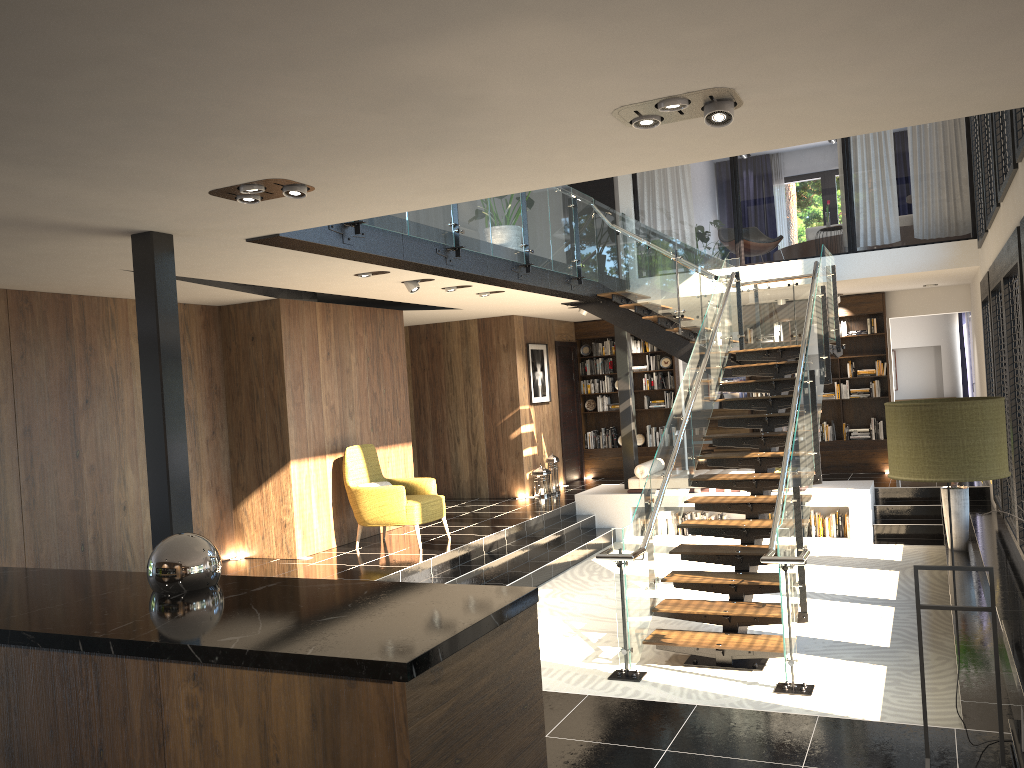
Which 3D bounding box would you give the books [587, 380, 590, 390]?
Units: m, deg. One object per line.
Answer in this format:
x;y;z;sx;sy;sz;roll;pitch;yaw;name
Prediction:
1.329;0.047;15.302;0.018;0.232;0.123;-4;0;25;books

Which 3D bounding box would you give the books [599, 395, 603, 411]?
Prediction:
1.529;0.330;15.168;0.018;0.275;0.144;-4;0;25;books

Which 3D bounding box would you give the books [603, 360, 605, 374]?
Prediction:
1.600;-0.291;15.143;0.028;0.240;0.148;-4;0;25;books

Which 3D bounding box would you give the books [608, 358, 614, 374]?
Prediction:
1.684;-0.310;15.101;0.035;0.266;0.133;-4;0;25;books

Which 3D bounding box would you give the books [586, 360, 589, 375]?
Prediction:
1.333;-0.281;15.243;0.035;0.255;0.183;-4;0;25;books

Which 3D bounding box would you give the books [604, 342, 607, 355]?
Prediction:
1.625;-0.603;15.094;0.039;0.230;0.205;-4;0;25;books

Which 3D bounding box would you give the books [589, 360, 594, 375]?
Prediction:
1.381;-0.287;15.222;0.027;0.260;0.181;-4;0;25;books

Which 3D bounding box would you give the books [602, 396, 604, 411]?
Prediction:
1.585;0.331;15.163;0.024;0.265;0.147;-4;0;25;books

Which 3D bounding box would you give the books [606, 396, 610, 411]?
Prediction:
1.643;0.333;15.147;0.030;0.253;0.138;-4;0;25;books

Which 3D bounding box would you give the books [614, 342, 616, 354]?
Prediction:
1.778;-0.607;15.059;0.030;0.217;0.165;-4;0;25;books

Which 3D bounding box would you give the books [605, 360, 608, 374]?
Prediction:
1.633;-0.295;15.119;0.024;0.242;0.144;-4;0;25;books

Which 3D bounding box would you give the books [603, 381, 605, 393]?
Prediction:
1.592;0.048;15.136;0.025;0.194;0.172;-4;0;25;books

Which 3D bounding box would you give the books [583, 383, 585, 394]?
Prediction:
1.274;0.071;15.309;0.045;0.192;0.164;-4;0;25;books

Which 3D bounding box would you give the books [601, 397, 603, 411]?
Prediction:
1.563;0.343;15.180;0.032;0.245;0.120;-4;0;25;books

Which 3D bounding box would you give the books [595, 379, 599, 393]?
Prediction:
1.464;0.035;15.195;0.026;0.237;0.164;-4;0;25;books

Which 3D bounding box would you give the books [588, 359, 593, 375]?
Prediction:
1.357;-0.288;15.228;0.022;0.267;0.197;-4;0;25;books

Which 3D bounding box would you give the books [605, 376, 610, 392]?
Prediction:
1.633;0.000;15.115;0.018;0.284;0.198;-4;0;25;books

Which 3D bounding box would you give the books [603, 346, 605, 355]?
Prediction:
1.602;-0.564;15.126;0.035;0.156;0.186;-4;0;25;books

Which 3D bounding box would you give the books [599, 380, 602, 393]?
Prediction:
1.532;0.041;15.186;0.053;0.216;0.151;-4;0;25;books

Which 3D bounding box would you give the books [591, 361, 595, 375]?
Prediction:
1.403;-0.280;15.190;0.039;0.243;0.179;-4;0;25;books

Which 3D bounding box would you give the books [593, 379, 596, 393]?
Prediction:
1.444;0.038;15.226;0.036;0.235;0.169;-4;0;25;books

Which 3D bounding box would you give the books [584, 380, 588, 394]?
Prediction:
1.291;0.048;15.268;0.022;0.235;0.194;-4;0;25;books

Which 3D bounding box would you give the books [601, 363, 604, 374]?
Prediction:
1.563;-0.263;15.122;0.025;0.188;0.181;-4;0;25;books

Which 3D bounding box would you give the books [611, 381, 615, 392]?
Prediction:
1.714;0.046;15.094;0.015;0.181;0.136;-4;0;25;books

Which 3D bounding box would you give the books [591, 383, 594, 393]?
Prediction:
1.408;0.067;15.229;0.035;0.180;0.164;-4;0;25;books

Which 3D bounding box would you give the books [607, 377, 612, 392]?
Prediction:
1.670;0.009;15.101;0.021;0.260;0.197;-4;0;25;books

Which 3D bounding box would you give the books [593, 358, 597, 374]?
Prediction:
1.439;-0.304;15.206;0.015;0.287;0.154;-4;0;25;books

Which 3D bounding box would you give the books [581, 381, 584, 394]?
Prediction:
1.242;0.057;15.330;0.030;0.224;0.165;-4;0;25;books

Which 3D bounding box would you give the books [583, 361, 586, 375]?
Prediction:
1.277;-0.276;15.299;0.066;0.255;0.127;-4;0;25;books

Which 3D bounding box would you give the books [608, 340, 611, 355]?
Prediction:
1.690;-0.615;15.075;0.020;0.245;0.228;-4;0;25;books

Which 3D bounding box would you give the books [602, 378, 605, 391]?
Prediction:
1.575;0.024;15.156;0.020;0.243;0.154;-4;0;25;books

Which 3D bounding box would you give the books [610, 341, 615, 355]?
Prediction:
1.713;-0.611;15.076;0.020;0.235;0.206;-4;0;25;books

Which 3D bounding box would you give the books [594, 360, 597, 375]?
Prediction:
1.454;-0.289;15.196;0.018;0.256;0.172;-4;0;25;books

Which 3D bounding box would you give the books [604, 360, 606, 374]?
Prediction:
1.614;-0.288;15.123;0.014;0.230;0.172;-4;0;25;books

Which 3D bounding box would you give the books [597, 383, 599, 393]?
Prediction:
1.495;0.068;15.195;0.026;0.167;0.173;-4;0;25;books

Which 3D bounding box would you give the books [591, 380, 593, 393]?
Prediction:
1.394;0.041;15.265;0.019;0.236;0.139;-4;0;25;books

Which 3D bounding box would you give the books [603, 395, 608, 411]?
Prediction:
1.607;0.323;15.144;0.032;0.279;0.133;-4;0;25;books

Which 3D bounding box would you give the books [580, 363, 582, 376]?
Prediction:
1.217;-0.253;15.327;0.023;0.215;0.148;-4;0;25;books

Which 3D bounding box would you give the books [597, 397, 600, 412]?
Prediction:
1.504;0.340;15.168;0.026;0.257;0.192;-4;0;25;books

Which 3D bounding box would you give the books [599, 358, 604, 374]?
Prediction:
1.539;-0.304;15.144;0.033;0.273;0.189;-4;0;25;books

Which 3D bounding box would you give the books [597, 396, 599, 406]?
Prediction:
1.498;0.338;15.210;0.020;0.264;0.152;-4;0;25;books

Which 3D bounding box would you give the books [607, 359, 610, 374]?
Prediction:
1.657;-0.307;15.113;0.025;0.263;0.147;-4;0;25;books

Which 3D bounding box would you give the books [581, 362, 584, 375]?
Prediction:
1.229;-0.261;15.300;0.023;0.231;0.143;-4;0;25;books

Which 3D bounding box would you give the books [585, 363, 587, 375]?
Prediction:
1.308;-0.253;15.257;0.025;0.204;0.192;-4;0;25;books

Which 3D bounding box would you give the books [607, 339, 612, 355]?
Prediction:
1.664;-0.630;15.060;0.012;0.278;0.228;-4;0;25;books

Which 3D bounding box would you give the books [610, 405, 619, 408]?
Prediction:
1.793;0.380;15.070;0.244;0.033;0.142;-4;0;21;books

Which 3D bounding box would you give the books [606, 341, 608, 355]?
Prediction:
1.649;-0.609;15.069;0.025;0.239;0.220;-4;0;25;books

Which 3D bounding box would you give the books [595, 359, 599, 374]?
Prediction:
1.463;-0.294;15.171;0.019;0.264;0.175;-4;0;25;books

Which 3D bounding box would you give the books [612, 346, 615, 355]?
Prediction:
1.752;-0.571;15.083;0.040;0.149;0.125;-4;0;25;books

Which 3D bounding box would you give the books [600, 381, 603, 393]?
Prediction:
1.549;0.045;15.140;0.016;0.206;0.204;-4;0;25;books

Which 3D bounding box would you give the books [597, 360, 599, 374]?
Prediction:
1.497;-0.292;15.184;0.032;0.255;0.160;-4;0;25;books

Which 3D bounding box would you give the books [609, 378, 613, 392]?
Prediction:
1.700;0.015;15.112;0.023;0.245;0.133;-4;0;25;books

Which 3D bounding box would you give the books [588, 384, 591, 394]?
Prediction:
1.348;0.077;15.273;0.037;0.169;0.148;-4;0;25;books
